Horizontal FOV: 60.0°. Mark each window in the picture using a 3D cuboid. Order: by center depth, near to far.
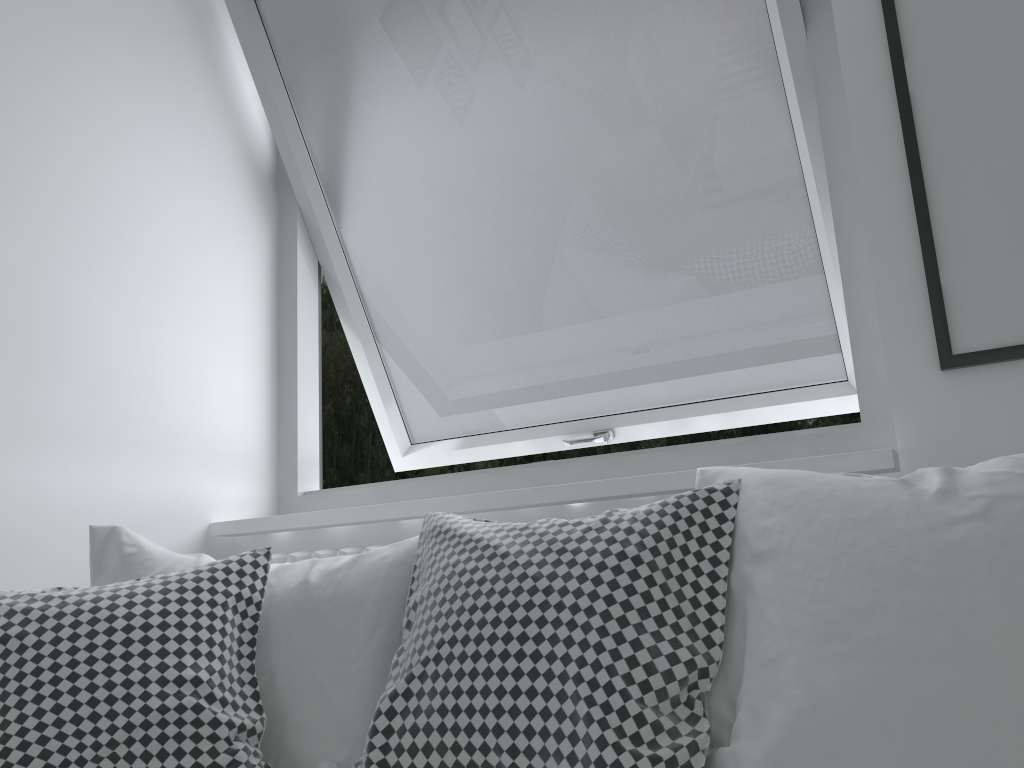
[{"bbox_3d":[-1.110,0.331,4.794,12.055,8.137,4.514,-10,-14,28],"label":"window"}]

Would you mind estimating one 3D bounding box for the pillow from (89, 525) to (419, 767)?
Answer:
[{"bbox_3d":[-0.371,0.450,1.379,0.617,0.491,0.321,-4,-12,3],"label":"pillow"}]

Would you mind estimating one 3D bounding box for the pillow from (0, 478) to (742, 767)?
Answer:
[{"bbox_3d":[0.364,0.272,0.794,2.488,0.513,0.676,-10,-14,30],"label":"pillow"}]

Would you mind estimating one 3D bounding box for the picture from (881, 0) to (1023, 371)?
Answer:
[{"bbox_3d":[0.938,-0.598,1.297,0.720,1.072,0.015,-10,-14,28],"label":"picture"}]

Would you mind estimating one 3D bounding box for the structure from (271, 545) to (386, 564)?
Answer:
[{"bbox_3d":[0.151,0.576,1.479,1.655,0.660,0.206,-10,-14,28],"label":"structure"}]

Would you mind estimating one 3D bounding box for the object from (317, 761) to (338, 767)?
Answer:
[{"bbox_3d":[-0.303,0.597,0.942,0.670,0.291,0.831,-10,-14,27],"label":"object"}]

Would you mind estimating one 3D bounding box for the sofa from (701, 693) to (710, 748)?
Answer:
[{"bbox_3d":[0.358,0.523,0.704,2.647,0.768,0.917,-10,-14,28],"label":"sofa"}]

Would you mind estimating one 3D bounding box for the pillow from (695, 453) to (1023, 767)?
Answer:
[{"bbox_3d":[0.438,0.292,0.912,0.599,0.505,0.391,-10,-14,28],"label":"pillow"}]
